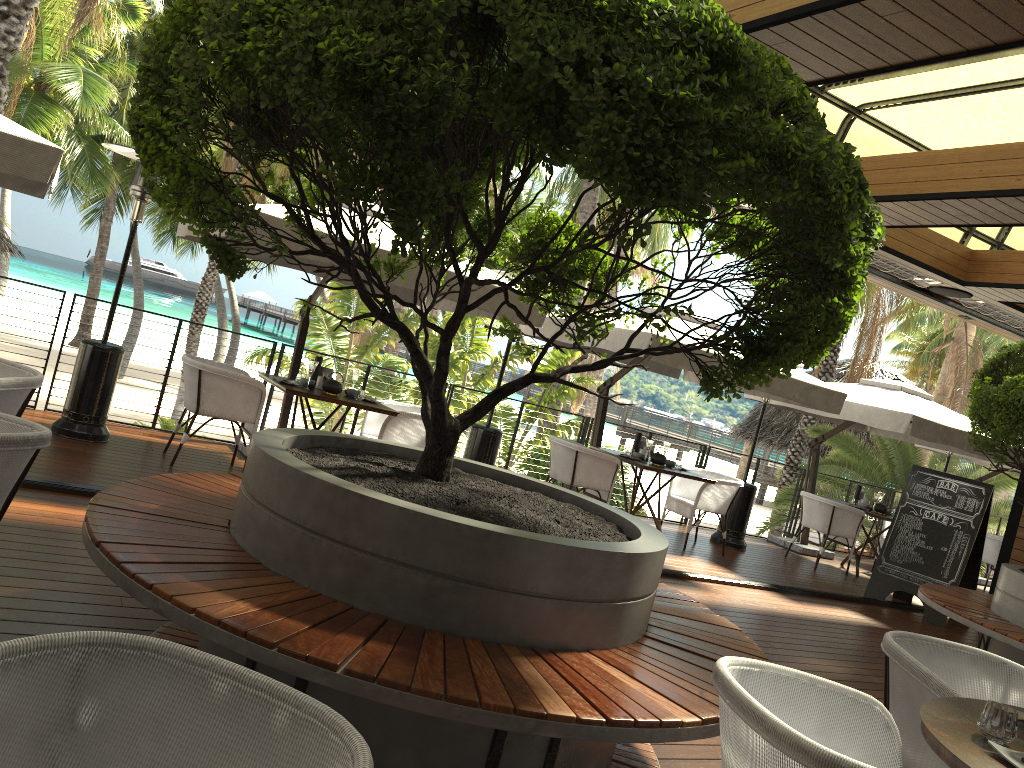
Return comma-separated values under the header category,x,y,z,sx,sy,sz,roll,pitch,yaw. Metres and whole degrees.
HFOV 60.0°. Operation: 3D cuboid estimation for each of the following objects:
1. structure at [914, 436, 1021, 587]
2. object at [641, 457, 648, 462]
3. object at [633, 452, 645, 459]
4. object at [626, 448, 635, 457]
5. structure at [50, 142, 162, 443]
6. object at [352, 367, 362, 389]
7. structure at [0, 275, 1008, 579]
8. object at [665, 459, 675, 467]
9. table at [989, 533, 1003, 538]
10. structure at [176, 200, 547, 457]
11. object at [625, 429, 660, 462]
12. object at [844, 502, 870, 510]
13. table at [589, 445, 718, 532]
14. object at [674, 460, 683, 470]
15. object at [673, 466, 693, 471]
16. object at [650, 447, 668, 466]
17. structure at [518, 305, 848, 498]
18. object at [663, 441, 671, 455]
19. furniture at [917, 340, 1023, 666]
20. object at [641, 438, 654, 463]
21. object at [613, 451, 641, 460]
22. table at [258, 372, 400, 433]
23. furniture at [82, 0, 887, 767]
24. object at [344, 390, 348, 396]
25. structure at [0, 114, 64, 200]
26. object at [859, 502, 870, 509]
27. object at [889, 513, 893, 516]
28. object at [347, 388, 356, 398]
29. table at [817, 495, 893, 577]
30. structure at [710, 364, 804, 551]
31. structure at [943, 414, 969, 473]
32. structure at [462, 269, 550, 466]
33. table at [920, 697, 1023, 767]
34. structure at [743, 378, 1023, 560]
category,x,y,z,sx,sy,sz,roll,pitch,yaw
structure,7.112,1.781,12.093,2.409,2.332,2.419,14,1,-29
object,1.274,0.731,8.547,0.080,0.042,0.080,15,1,22
object,1.229,0.706,8.632,0.116,0.065,0.116,14,1,-31
object,1.163,0.675,8.718,0.086,0.086,0.087,14,1,-25
structure,-2.949,-0.675,6.619,0.697,2.192,0.701,14,0,-42
object,-1.301,-0.017,7.313,0.082,0.227,0.082,15,0,-28
structure,-2.979,0.000,7.635,26.213,1.153,0.164,14,1,-29
object,1.563,0.790,8.794,0.116,0.065,0.116,14,1,-31
table,7.005,2.568,12.060,0.929,0.749,0.933,14,1,-29
structure,-1.441,-0.357,7.144,2.409,2.332,2.419,14,1,-29
object,1.306,0.618,8.900,0.264,0.264,0.263,15,1,16
object,3.968,1.412,10.165,0.170,0.025,0.295,14,1,-29
table,1.286,1.138,8.751,0.929,0.749,0.933,14,1,-29
object,1.633,0.799,8.706,0.086,0.086,0.087,14,1,-25
object,1.669,0.836,8.913,0.170,0.025,0.295,14,1,-29
object,1.436,0.701,8.636,0.167,0.179,0.163,14,1,-27
structure,1.410,0.356,8.794,2.409,2.332,2.419,14,1,-29
object,1.544,0.694,8.959,0.082,0.227,0.082,15,0,-28
furniture,4.276,0.995,5.863,2.574,2.722,2.714,15,1,26
object,1.292,0.639,8.466,0.082,0.227,0.082,14,0,-40
object,1.114,0.699,8.514,0.170,0.025,0.295,14,1,-29
table,-1.573,0.424,7.097,0.929,0.749,0.933,14,1,-29
furniture,-0.133,-0.108,3.392,2.688,2.722,2.622,14,1,-39
object,-1.332,0.075,7.235,0.080,0.042,0.080,15,1,22
structure,-4.293,-1.069,5.495,2.409,2.332,2.419,14,1,-29
object,4.083,1.419,10.283,0.116,0.065,0.116,14,1,-25
object,4.522,1.549,10.564,0.170,0.025,0.295,14,1,-29
object,-1.281,0.079,7.148,0.116,0.065,0.116,14,1,-31
table,4.146,1.853,10.405,0.929,0.749,0.933,14,1,-29
structure,2.683,0.732,9.877,0.697,2.192,0.701,14,0,-42
structure,5.552,1.449,11.537,0.697,2.192,0.701,14,0,-42
structure,-0.129,0.030,8.250,0.697,2.192,0.701,14,0,-42
table,1.456,1.338,2.018,1.169,0.749,1.163,16,1,41
structure,4.261,1.068,10.443,2.409,2.332,2.419,14,1,-29
